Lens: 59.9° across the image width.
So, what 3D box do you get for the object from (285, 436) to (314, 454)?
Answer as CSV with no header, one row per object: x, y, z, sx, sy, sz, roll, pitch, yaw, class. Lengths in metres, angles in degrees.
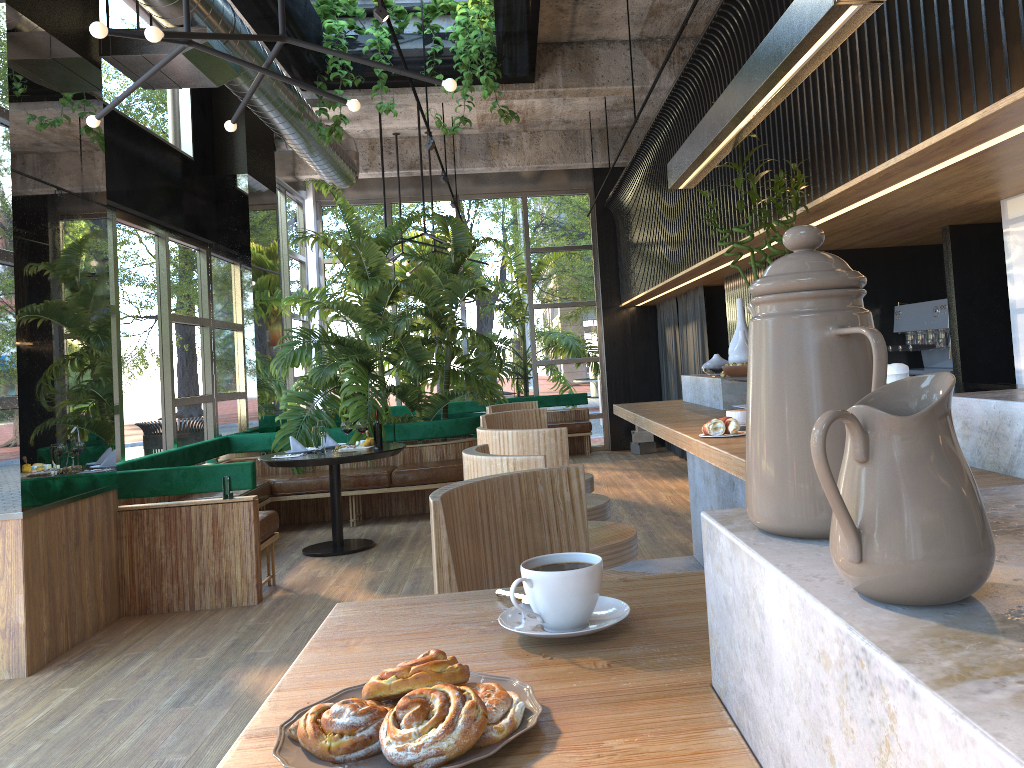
-1.639,0.469,6.871,0.240,0.139,0.225,-4,0,-19,object

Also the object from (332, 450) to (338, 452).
-1.357,0.510,6.810,0.062,0.013,0.146,-4,1,-6,object

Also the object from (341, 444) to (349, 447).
-1.325,0.495,7.007,0.097,0.028,0.129,-3,1,13,object

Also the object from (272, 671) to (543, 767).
-0.081,0.273,0.712,0.197,0.013,0.215,-3,2,34,object

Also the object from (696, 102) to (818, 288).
1.296,-0.679,4.554,0.642,1.552,0.611,-5,-3,36,object

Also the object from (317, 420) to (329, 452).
-1.446,0.399,6.792,0.096,0.245,0.089,-3,-2,-19,object

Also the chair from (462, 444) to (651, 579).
0.172,0.643,2.352,0.574,0.971,0.519,-2,-2,-42,chair

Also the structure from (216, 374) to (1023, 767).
2.717,0.251,2.007,5.889,1.732,7.071,-4,1,-2,structure

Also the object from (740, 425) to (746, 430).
0.820,0.152,3.189,0.162,0.020,0.158,-4,1,-6,object

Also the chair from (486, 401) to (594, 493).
0.165,0.586,4.713,0.541,0.971,0.552,-4,-2,8,chair

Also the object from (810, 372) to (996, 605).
0.212,0.056,0.494,0.099,0.119,0.087,-4,-1,6,object

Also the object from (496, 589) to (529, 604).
0.009,0.252,1.053,0.030,0.027,0.130,-3,1,-23,object

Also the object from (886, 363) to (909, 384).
0.899,0.067,2.075,0.071,0.232,0.078,-5,-3,30,object

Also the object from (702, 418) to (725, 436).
0.674,0.144,2.977,0.062,0.059,0.072,-4,0,-11,object

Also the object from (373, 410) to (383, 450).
-1.025,0.346,6.765,0.067,0.299,0.070,-4,-3,14,object

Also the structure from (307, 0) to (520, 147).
-0.769,-2.892,7.972,2.089,1.519,1.465,-4,-1,26,structure

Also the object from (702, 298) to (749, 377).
1.154,-0.242,4.536,0.332,0.398,0.303,-3,-2,-44,object

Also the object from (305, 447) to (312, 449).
-1.634,0.517,7.116,0.165,0.019,0.242,-5,2,-42,object

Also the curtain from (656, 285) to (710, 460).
2.094,-0.094,10.942,0.122,2.061,3.250,-3,0,0,curtain

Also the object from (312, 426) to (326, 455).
-1.437,0.421,6.624,0.101,0.209,0.110,-5,-2,32,object

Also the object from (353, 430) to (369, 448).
-1.156,0.422,6.792,0.144,0.124,0.096,-3,-1,-22,object

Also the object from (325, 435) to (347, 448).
-1.465,0.449,7.209,0.240,0.139,0.225,-4,0,-19,object

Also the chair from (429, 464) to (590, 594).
0.157,0.662,1.585,0.519,0.971,0.574,-5,-3,45,chair

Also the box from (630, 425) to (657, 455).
1.773,0.713,12.037,0.339,0.443,0.273,-3,-2,-14,box

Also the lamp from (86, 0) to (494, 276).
0.362,-2.287,3.051,5.120,1.825,18.765,-4,1,0,lamp

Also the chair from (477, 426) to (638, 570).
0.177,0.623,3.163,0.530,0.971,0.564,-4,-2,21,chair

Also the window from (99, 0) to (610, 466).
-0.943,-1.914,2.672,4.167,6.502,20.214,-4,1,0,window

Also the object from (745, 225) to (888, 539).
0.230,-0.007,0.697,0.124,0.235,0.205,-2,-2,-34,object

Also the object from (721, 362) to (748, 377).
1.096,-0.071,4.282,0.189,0.073,0.231,-3,1,18,object

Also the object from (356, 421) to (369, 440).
-1.195,0.398,7.112,0.105,0.201,0.099,-3,-2,-13,object

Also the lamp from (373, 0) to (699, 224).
-0.643,-2.482,7.237,3.823,1.533,9.936,-4,1,-3,lamp

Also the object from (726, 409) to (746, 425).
0.840,0.122,3.191,0.137,0.064,0.107,-4,0,-23,object

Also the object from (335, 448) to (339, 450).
-1.361,0.504,6.912,0.033,0.019,0.038,-4,1,10,object

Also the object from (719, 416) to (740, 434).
0.727,0.140,2.996,0.073,0.060,0.125,-3,0,-33,object

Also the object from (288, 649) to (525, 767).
-0.078,0.254,0.706,0.155,0.053,0.161,-3,1,42,object

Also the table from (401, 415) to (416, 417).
-1.345,0.796,10.761,1.140,0.752,1.058,-4,0,-22,table

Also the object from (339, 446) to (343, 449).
-1.321,0.497,6.854,0.032,0.031,0.040,-4,0,23,object

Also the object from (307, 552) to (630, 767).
-0.040,0.238,0.852,0.174,0.073,0.434,-3,1,34,object

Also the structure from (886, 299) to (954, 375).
2.953,0.200,6.105,0.553,1.597,0.832,-3,-2,-2,structure

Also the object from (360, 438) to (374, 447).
-1.126,0.448,6.883,0.099,0.064,0.162,-4,1,-31,object

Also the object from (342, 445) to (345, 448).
-1.320,0.494,6.944,0.033,0.032,0.037,-4,0,-4,object

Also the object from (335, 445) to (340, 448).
-1.378,0.500,7.029,0.024,0.025,0.047,-4,0,17,object

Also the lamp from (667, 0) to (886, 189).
2.182,-2.239,2.243,5.052,2.135,6.640,-4,1,-8,lamp

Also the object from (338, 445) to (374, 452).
-1.171,0.492,6.882,0.236,0.019,0.357,-4,1,8,object

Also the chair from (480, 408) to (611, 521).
0.162,0.606,3.908,0.570,0.971,0.523,-3,-2,-27,chair

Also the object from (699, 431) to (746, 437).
0.713,0.170,2.990,0.165,0.005,0.169,-4,1,9,object

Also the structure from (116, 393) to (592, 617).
0.323,0.485,2.662,6.071,1.551,19.967,-4,1,0,structure

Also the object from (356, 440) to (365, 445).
-1.153,0.461,6.981,0.193,0.038,0.063,-3,1,31,object

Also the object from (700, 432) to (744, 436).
0.712,0.168,2.986,0.117,0.005,0.126,-3,2,37,object

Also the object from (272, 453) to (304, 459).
-1.647,0.531,6.611,0.257,0.019,0.156,-4,1,-3,object

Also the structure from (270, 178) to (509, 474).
-1.263,-0.459,9.242,2.503,3.442,2.588,-3,-1,-17,structure

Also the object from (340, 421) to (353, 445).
-1.325,0.406,7.143,0.105,0.201,0.099,-3,-2,-13,object

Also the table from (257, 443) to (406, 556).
-1.355,0.892,6.835,1.151,0.752,1.047,-4,0,-34,table

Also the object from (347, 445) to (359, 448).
-1.228,0.480,6.873,0.102,0.013,0.221,-4,1,4,object
